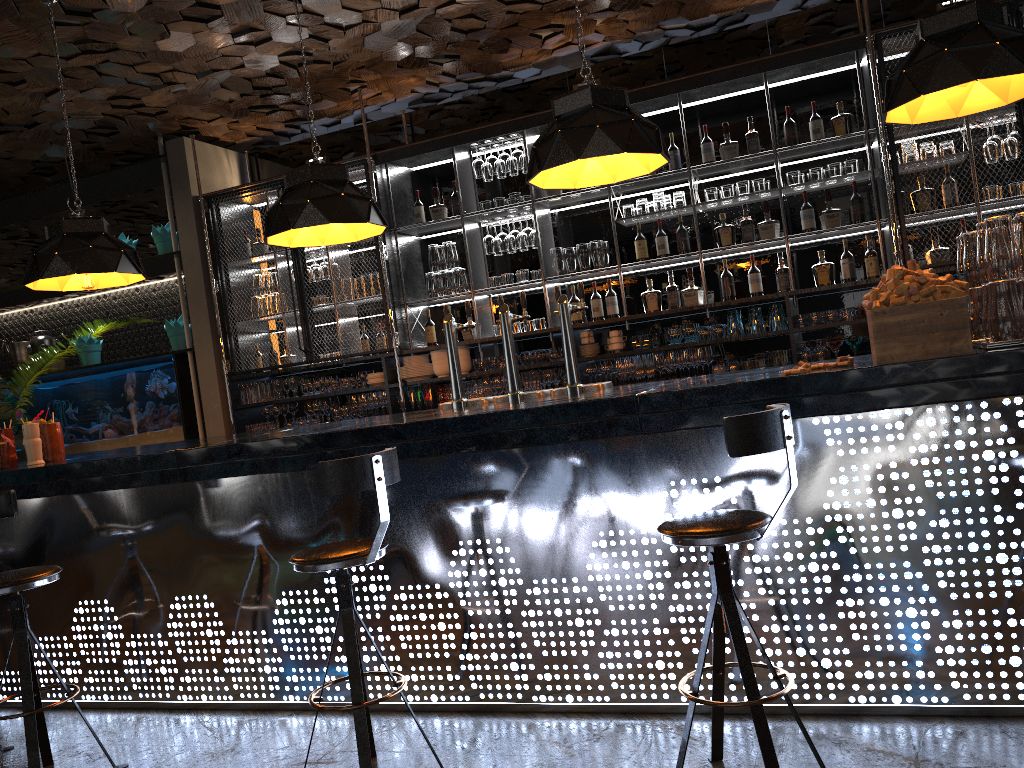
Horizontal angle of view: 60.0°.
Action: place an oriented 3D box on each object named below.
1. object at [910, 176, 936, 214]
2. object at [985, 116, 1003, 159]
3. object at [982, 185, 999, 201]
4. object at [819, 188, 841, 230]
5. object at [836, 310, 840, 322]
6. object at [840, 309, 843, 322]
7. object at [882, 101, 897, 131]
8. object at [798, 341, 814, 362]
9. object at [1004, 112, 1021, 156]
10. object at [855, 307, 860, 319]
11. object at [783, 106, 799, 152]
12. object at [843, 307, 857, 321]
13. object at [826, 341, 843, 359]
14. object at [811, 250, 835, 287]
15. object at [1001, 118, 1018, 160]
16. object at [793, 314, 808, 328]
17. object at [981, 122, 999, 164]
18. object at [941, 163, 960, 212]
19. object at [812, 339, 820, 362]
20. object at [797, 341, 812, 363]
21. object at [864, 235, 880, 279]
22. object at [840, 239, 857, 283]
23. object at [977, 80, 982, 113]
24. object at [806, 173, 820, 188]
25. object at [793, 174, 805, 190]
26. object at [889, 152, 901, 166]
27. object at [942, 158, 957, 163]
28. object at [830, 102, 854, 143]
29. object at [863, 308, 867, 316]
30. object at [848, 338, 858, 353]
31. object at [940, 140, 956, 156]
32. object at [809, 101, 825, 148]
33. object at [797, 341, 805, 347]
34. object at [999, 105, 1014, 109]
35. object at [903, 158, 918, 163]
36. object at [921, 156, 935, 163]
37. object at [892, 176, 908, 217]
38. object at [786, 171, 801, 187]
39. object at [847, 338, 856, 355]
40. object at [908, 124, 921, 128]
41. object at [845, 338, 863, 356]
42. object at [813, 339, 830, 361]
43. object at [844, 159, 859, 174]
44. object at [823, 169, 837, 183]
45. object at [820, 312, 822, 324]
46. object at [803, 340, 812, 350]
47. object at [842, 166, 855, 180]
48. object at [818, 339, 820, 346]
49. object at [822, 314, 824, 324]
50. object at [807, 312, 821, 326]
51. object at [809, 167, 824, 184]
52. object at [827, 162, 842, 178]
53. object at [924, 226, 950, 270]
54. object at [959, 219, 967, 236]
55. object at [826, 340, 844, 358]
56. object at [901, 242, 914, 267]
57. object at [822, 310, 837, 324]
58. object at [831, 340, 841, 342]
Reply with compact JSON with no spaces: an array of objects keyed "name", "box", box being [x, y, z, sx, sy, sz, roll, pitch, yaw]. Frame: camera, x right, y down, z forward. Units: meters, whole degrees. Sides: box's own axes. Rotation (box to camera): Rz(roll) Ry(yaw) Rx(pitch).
[{"name":"object","box":[2.624,-1.201,5.655,0.151,0.248,0.094,-7,1,30]},{"name":"object","box":[2.945,-1.504,5.420,0.092,0.244,0.092,-8,1,15]},{"name":"object","box":[2.943,-1.166,5.450,0.089,0.092,0.089,-8,1,5]},{"name":"object","box":[2.093,-1.146,5.842,0.123,0.279,0.123,-8,1,10]},{"name":"object","box":[2.097,-0.440,5.793,0.084,0.082,0.084,-8,1,-42]},{"name":"object","box":[2.174,-0.450,5.764,0.084,0.082,0.084,-7,1,27]},{"name":"object","box":[2.420,-1.775,5.702,0.086,0.299,0.086,-8,1,-21]},{"name":"object","box":[1.941,-0.193,5.847,0.089,0.174,0.089,-8,1,-19]},{"name":"object","box":[3.047,-1.518,5.381,0.092,0.244,0.092,-8,1,15]},{"name":"object","box":[2.267,-0.465,5.908,0.084,0.082,0.084,-8,1,-19]},{"name":"object","box":[1.854,-1.702,5.913,0.086,0.299,0.086,-8,1,-21]},{"name":"object","box":[2.156,-0.447,5.666,0.084,0.082,0.084,-8,1,3]},{"name":"object","box":[2.095,-0.200,5.735,0.106,0.148,0.106,-7,1,39]},{"name":"object","box":[2.068,-0.761,5.889,0.151,0.248,0.094,-7,1,30]},{"name":"object","box":[3.104,-1.527,5.535,0.092,0.244,0.092,-8,1,15]},{"name":"object","box":[1.881,-0.410,5.774,0.084,0.082,0.084,-8,1,13]},{"name":"object","box":[3.002,-1.514,5.574,0.092,0.244,0.092,-8,1,15]},{"name":"object","box":[2.769,-1.245,5.614,0.086,0.298,0.086,-8,1,-21]},{"name":"object","box":[2.032,-0.206,5.879,0.089,0.174,0.089,-8,1,-19]},{"name":"object","box":[1.898,-0.186,5.762,0.089,0.174,0.089,-8,1,-19]},{"name":"object","box":[2.344,-0.822,5.784,0.080,0.299,0.080,-7,1,23]},{"name":"object","box":[2.213,-0.805,5.848,0.086,0.298,0.086,-8,1,-21]},{"name":"object","box":[2.892,-1.831,5.516,0.083,0.282,0.083,-7,1,21]},{"name":"object","box":[2.037,-1.377,5.983,0.089,0.092,0.089,-8,1,6]},{"name":"object","box":[1.933,-1.363,5.985,0.089,0.092,0.089,-8,1,-25]},{"name":"object","box":[2.434,-1.427,5.667,0.089,0.092,0.089,-8,1,-24]},{"name":"object","box":[2.795,-1.476,5.681,0.089,0.092,0.089,-8,1,-44]},{"name":"object","box":[2.157,-1.715,5.796,0.094,0.248,0.151,-8,1,-41]},{"name":"object","box":[2.293,-0.459,5.654,0.098,0.070,0.088,-8,1,-34]},{"name":"object","box":[2.245,-0.222,5.805,0.106,0.148,0.106,-8,1,-41]},{"name":"object","box":[2.717,-1.464,5.536,0.089,0.092,0.089,-8,1,-19]},{"name":"object","box":[2.017,-1.723,5.881,0.086,0.298,0.086,-8,1,-21]},{"name":"object","box":[1.964,-0.197,5.939,0.089,0.174,0.089,-8,1,-19]},{"name":"object","box":[3.037,-1.847,5.463,0.123,0.279,0.123,-7,1,24]},{"name":"object","box":[2.514,-1.437,5.600,0.089,0.092,0.089,-8,1,-44]},{"name":"object","box":[2.620,-1.451,5.586,0.089,0.092,0.089,-8,1,-44]},{"name":"object","box":[2.480,-1.200,5.709,0.083,0.282,0.083,-8,1,6]},{"name":"object","box":[1.863,-1.352,5.863,0.089,0.092,0.089,-8,1,6]},{"name":"object","box":[2.283,-0.228,5.914,0.106,0.148,0.106,-8,1,-30]},{"name":"object","box":[2.551,-1.782,5.632,0.123,0.279,0.123,-7,1,29]},{"name":"object","box":[2.205,-0.215,5.696,0.106,0.148,0.106,-7,1,30]},{"name":"object","box":[2.018,-0.203,5.780,0.089,0.174,0.089,-8,1,-19]},{"name":"object","box":[2.196,-1.395,5.734,0.089,0.092,0.089,-8,1,6]},{"name":"object","box":[2.126,-1.388,5.923,0.089,0.092,0.089,-8,1,6]},{"name":"object","box":[1.997,-0.426,5.834,0.084,0.082,0.084,-7,1,38]},{"name":"object","box":[2.001,-0.204,6.026,0.089,0.174,0.089,-8,1,-19]},{"name":"object","box":[2.232,-1.402,5.895,0.089,0.092,0.089,-8,1,-30]},{"name":"object","box":[2.079,-0.213,5.965,0.089,0.174,0.089,-8,1,-19]},{"name":"object","box":[2.089,-0.441,5.970,0.084,0.082,0.084,-8,1,16]},{"name":"object","box":[1.956,-0.420,5.743,0.084,0.082,0.084,-7,1,22]},{"name":"object","box":[2.007,-1.371,5.840,0.089,0.092,0.089,-8,1,20]},{"name":"object","box":[2.101,-1.383,5.764,0.089,0.092,0.089,-8,1,-30]},{"name":"object","box":[2.698,-0.859,5.635,0.123,0.279,0.123,-8,1,10]},{"name":"object","box":[2.859,-0.892,5.591,0.086,0.299,0.086,-8,1,-21]},{"name":"object","box":[2.138,-0.208,5.844,0.106,0.148,0.106,-8,1,-37]},{"name":"object","box":[2.535,-0.849,5.719,0.086,0.298,0.086,-8,1,-21]},{"name":"object","box":[2.046,-0.431,5.708,0.084,0.082,0.084,-7,1,38]},{"name":"object","box":[2.177,-0.214,5.955,0.106,0.148,0.106,-7,1,39]}]
